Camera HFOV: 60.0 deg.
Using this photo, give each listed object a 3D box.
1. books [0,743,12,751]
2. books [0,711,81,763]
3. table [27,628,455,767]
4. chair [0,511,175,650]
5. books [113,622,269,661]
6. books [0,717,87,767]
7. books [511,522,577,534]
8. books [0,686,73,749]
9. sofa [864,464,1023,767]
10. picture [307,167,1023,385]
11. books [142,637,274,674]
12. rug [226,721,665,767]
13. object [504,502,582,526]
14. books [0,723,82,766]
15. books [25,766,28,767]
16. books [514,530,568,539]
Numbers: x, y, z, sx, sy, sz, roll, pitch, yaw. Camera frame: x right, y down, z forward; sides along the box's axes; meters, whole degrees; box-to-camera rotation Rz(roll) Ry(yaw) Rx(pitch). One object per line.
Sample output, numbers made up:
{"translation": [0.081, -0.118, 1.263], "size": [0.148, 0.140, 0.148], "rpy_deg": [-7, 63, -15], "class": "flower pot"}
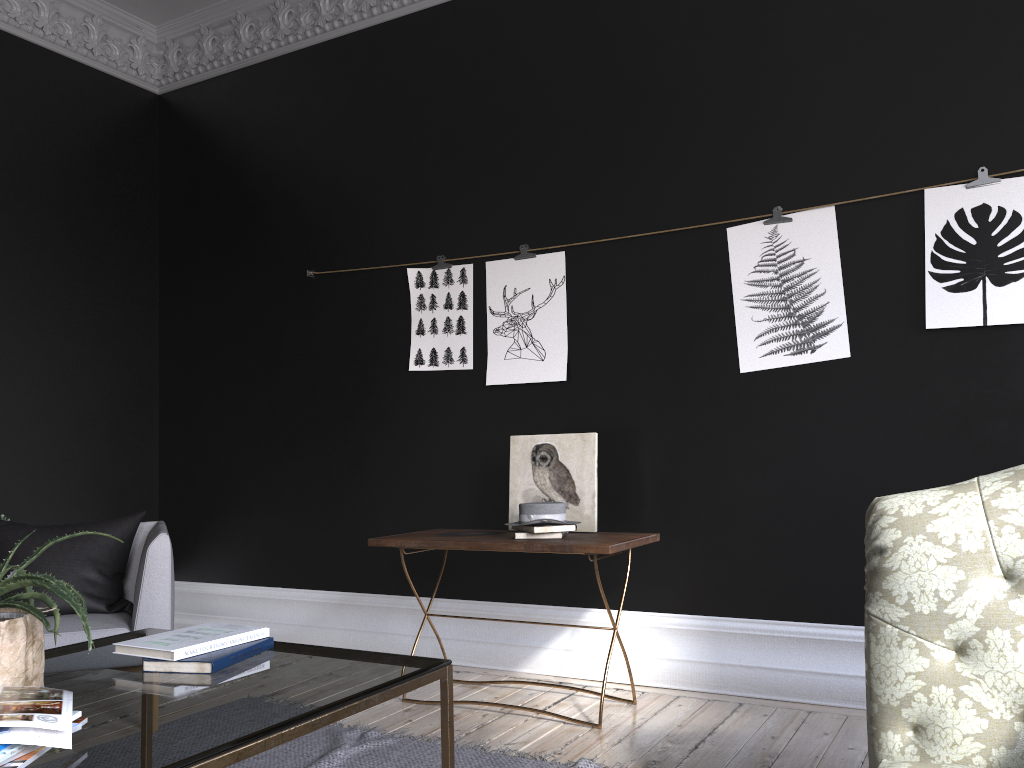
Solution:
{"translation": [-0.904, 0.561, 1.398], "size": [0.252, 0.011, 0.319], "rpy_deg": [-1, -5, 1], "class": "books"}
{"translation": [-0.889, 0.573, 1.410], "size": [0.252, 0.011, 0.319], "rpy_deg": [-1, -5, 1], "class": "books"}
{"translation": [-0.966, 0.936, 1.769], "size": [1.093, 0.557, 1.450], "rpy_deg": [-4, -5, 29], "class": "table"}
{"translation": [-1.801, 0.965, 3.588], "size": [0.819, 0.861, 0.771], "rpy_deg": [0, -4, -20], "class": "chair"}
{"translation": [-0.811, 0.652, 2.259], "size": [0.220, 0.024, 0.307], "rpy_deg": [-4, -5, 29], "class": "books"}
{"translation": [-0.882, 0.596, 1.436], "size": [0.252, 0.011, 0.319], "rpy_deg": [-1, -5, -4], "class": "books"}
{"translation": [0.131, 0.606, 3.773], "size": [0.193, 0.030, 0.290], "rpy_deg": [0, -5, -20], "class": "books"}
{"translation": [-0.879, 0.543, 1.467], "size": [0.273, 0.109, 0.322], "rpy_deg": [1, -5, -26], "class": "books"}
{"translation": [0.882, 0.525, 0.620], "size": [1.607, 1.159, 2.815], "rpy_deg": [-4, -5, 30], "class": "sofa"}
{"translation": [0.763, -0.417, 4.069], "size": [4.459, 0.770, 0.058], "rpy_deg": [-4, -4, 29], "class": "picture"}
{"translation": [-0.755, 0.675, 2.222], "size": [0.193, 0.030, 0.290], "rpy_deg": [-3, -5, 13], "class": "books"}
{"translation": [-1.115, 1.208, 1.785], "size": [2.107, 0.050, 3.648], "rpy_deg": [-4, -6, 30], "class": "rug"}
{"translation": [0.129, 0.546, 3.742], "size": [0.328, 0.087, 0.259], "rpy_deg": [-1, -5, -5], "class": "object"}
{"translation": [-0.895, 0.582, 1.394], "size": [0.252, 0.011, 0.319], "rpy_deg": [-2, -5, 11], "class": "books"}
{"translation": [-0.909, 0.609, 1.374], "size": [0.162, 0.023, 0.232], "rpy_deg": [-4, -5, 30], "class": "books"}
{"translation": [0.131, 0.638, 3.801], "size": [0.203, 0.029, 0.269], "rpy_deg": [-2, -5, 9], "class": "books"}
